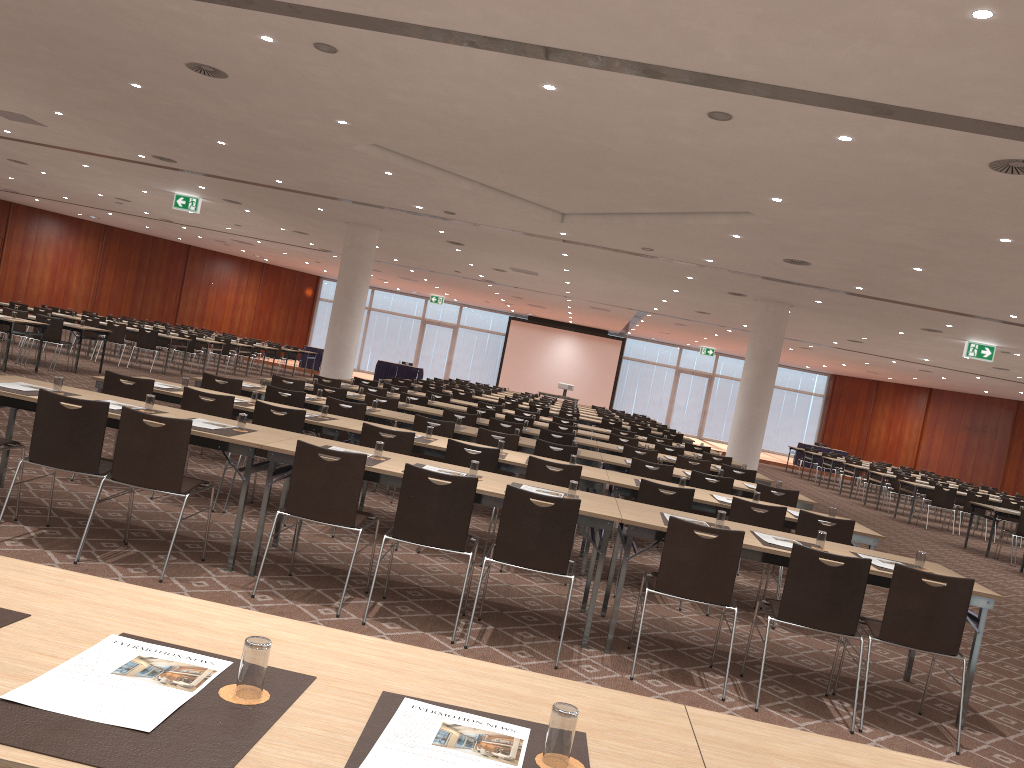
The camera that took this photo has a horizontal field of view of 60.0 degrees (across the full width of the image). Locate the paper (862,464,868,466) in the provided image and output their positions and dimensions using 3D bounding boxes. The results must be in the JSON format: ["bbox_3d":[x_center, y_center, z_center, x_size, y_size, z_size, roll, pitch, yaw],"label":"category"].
[{"bbox_3d":[9.868,2.264,24.664,0.283,0.006,0.398,11,1,7],"label":"paper"}]

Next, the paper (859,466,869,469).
[{"bbox_3d":[9.131,2.160,22.637,0.460,0.003,0.565,11,1,6],"label":"paper"}]

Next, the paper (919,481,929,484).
[{"bbox_3d":[9.603,2.288,20.600,0.460,0.003,0.565,11,1,2],"label":"paper"}]

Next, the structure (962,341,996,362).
[{"bbox_3d":[9.838,-0.686,18.670,0.587,0.346,0.105,11,2,4],"label":"structure"}]

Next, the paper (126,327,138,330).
[{"bbox_3d":[-8.574,-1.251,19.923,0.283,0.006,0.398,11,1,2],"label":"paper"}]

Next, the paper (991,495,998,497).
[{"bbox_3d":[11.184,2.593,20.566,0.283,0.006,0.398,11,1,4],"label":"paper"}]

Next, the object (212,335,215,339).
[{"bbox_3d":[-8.060,-1.277,23.930,0.054,0.114,0.054,11,1,-7],"label":"object"}]

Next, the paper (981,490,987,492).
[{"bbox_3d":[11.936,2.705,22.529,0.283,0.006,0.398,11,1,2],"label":"paper"}]

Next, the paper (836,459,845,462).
[{"bbox_3d":[9.242,2.147,24.619,0.460,0.003,0.565,11,1,2],"label":"paper"}]

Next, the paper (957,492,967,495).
[{"bbox_3d":[9.485,2.300,18.609,0.460,0.003,0.565,11,1,2],"label":"paper"}]

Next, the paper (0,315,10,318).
[{"bbox_3d":[-8.304,-1.101,14.398,0.283,0.006,0.398,11,1,4],"label":"paper"}]

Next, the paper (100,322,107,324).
[{"bbox_3d":[-9.200,-1.374,19.988,0.283,0.006,0.398,11,1,3],"label":"paper"}]

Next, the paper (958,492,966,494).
[{"bbox_3d":[9.449,2.287,18.686,0.283,0.006,0.398,11,1,7],"label":"paper"}]

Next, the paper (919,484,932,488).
[{"bbox_3d":[8.841,2.173,18.657,0.460,0.003,0.565,11,1,5],"label":"paper"}]

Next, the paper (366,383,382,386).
[{"bbox_3d":[-2.559,-0.003,15.920,0.460,0.003,0.565,11,1,6],"label":"paper"}]

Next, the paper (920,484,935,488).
[{"bbox_3d":[8.786,2.157,18.711,0.283,0.006,0.398,11,1,5],"label":"paper"}]

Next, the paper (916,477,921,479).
[{"bbox_3d":[10.337,2.391,22.643,0.283,0.006,0.398,11,1,2],"label":"paper"}]

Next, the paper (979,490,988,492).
[{"bbox_3d":[11.956,2.714,22.469,0.460,0.003,0.565,11,1,0],"label":"paper"}]

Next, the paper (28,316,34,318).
[{"bbox_3d":[-8.779,-1.224,16.350,0.460,0.003,0.565,11,1,5],"label":"paper"}]

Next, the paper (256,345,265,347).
[{"bbox_3d":[-7.454,-1.132,25.789,0.460,0.003,0.565,11,1,3],"label":"paper"}]

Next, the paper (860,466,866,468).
[{"bbox_3d":[9.061,2.141,22.713,0.283,0.006,0.398,11,1,3],"label":"paper"}]

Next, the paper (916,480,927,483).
[{"bbox_3d":[9.575,2.277,20.673,0.283,0.006,0.398,11,1,1],"label":"paper"}]

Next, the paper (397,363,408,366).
[{"bbox_3d":[-4.032,-0.723,33.135,0.460,0.003,0.565,11,1,4],"label":"paper"}]

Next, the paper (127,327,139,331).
[{"bbox_3d":[-8.519,-1.235,19.874,0.460,0.003,0.565,11,1,2],"label":"paper"}]

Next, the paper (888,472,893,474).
[{"bbox_3d":[9.772,2.286,22.589,0.460,0.003,0.565,11,1,4],"label":"paper"}]

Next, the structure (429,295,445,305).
[{"bbox_3d":[-3.179,-3.557,37.556,0.587,0.346,0.105,11,2,4],"label":"structure"}]

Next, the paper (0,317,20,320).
[{"bbox_3d":[-8.283,-1.092,14.345,0.460,0.003,0.565,11,1,3],"label":"paper"}]

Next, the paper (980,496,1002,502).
[{"bbox_3d":[10.129,2.426,18.578,0.460,0.003,0.565,11,1,5],"label":"paper"}]

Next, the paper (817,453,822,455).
[{"bbox_3d":[9.384,2.134,26.674,0.283,0.006,0.398,11,1,3],"label":"paper"}]

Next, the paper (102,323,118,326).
[{"bbox_3d":[-9.152,-1.359,19.900,0.460,0.003,0.565,11,1,1],"label":"paper"}]

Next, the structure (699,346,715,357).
[{"bbox_3d":[8.094,-1.344,36.772,0.587,0.346,0.105,11,2,4],"label":"structure"}]

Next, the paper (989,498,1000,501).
[{"bbox_3d":[10.037,2.403,18.608,0.283,0.006,0.398,11,1,4],"label":"paper"}]

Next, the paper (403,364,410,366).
[{"bbox_3d":[-3.985,-0.717,33.067,0.283,0.006,0.398,11,1,4],"label":"paper"}]

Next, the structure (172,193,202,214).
[{"bbox_3d":[-7.273,-4.045,19.861,0.587,0.346,0.105,11,2,4],"label":"structure"}]

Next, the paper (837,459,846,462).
[{"bbox_3d":[9.210,2.135,24.713,0.283,0.006,0.398,11,1,3],"label":"paper"}]

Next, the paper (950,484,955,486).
[{"bbox_3d":[11.354,2.596,22.475,0.460,0.003,0.565,11,1,1],"label":"paper"}]

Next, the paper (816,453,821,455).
[{"bbox_3d":[9.424,2.147,26.640,0.460,0.003,0.565,11,1,2],"label":"paper"}]

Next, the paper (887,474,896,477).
[{"bbox_3d":[8.953,2.154,20.735,0.283,0.006,0.398,11,1,5],"label":"paper"}]

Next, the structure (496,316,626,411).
[{"bbox_3d":[2.118,-0.931,38.658,5.157,3.526,0.395,11,2,4],"label":"structure"}]

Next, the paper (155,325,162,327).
[{"bbox_3d":[-10.323,-1.695,25.978,0.460,0.003,0.565,11,1,4],"label":"paper"}]

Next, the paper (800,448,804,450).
[{"bbox_3d":[9.548,2.136,28.629,0.460,0.003,0.565,11,1,6],"label":"paper"}]

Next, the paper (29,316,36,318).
[{"bbox_3d":[-8.808,-1.235,16.410,0.283,0.006,0.398,11,1,7],"label":"paper"}]

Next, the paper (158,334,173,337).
[{"bbox_3d":[-7.884,-1.111,19.819,0.460,0.003,0.565,11,1,5],"label":"paper"}]

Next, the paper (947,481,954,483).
[{"bbox_3d":[12.073,2.697,24.505,0.283,0.006,0.398,11,1,4],"label":"paper"}]

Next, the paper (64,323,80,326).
[{"bbox_3d":[-8.197,-1.115,16.371,0.283,0.006,0.398,11,1,3],"label":"paper"}]

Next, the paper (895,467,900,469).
[{"bbox_3d":[12.410,2.698,28.421,0.460,0.003,0.565,11,1,3],"label":"paper"}]

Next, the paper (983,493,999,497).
[{"bbox_3d":[11.209,2.603,20.478,0.460,0.003,0.565,11,1,5],"label":"paper"}]

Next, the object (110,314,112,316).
[{"bbox_3d":[-10.908,-1.837,24.130,0.054,0.114,0.054,10,2,-30],"label":"object"}]

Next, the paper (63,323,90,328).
[{"bbox_3d":[-8.141,-1.100,16.336,0.460,0.003,0.565,11,1,1],"label":"paper"}]

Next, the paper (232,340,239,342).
[{"bbox_3d":[-8.135,-1.271,25.911,0.283,0.006,0.398,11,1,4],"label":"paper"}]

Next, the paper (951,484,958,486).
[{"bbox_3d":[11.293,2.579,22.553,0.283,0.006,0.398,11,1,5],"label":"paper"}]

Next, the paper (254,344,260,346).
[{"bbox_3d":[-7.465,-1.139,25.876,0.283,0.006,0.398,11,1,5],"label":"paper"}]

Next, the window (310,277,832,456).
[{"bbox_3d":[2.239,-0.730,39.256,22.958,3.873,0.217,11,2,4],"label":"window"}]

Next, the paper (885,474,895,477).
[{"bbox_3d":[8.957,2.161,20.636,0.460,0.003,0.565,11,1,2],"label":"paper"}]

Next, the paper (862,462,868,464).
[{"bbox_3d":[10.608,2.374,26.602,0.283,0.006,0.398,11,1,2],"label":"paper"}]

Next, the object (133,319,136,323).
[{"bbox_3d":[-10.267,-1.711,24.095,0.054,0.114,0.054,10,2,-30],"label":"object"}]

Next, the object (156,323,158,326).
[{"bbox_3d":[-9.629,-1.586,24.046,0.054,0.114,0.054,10,2,-30],"label":"object"}]
